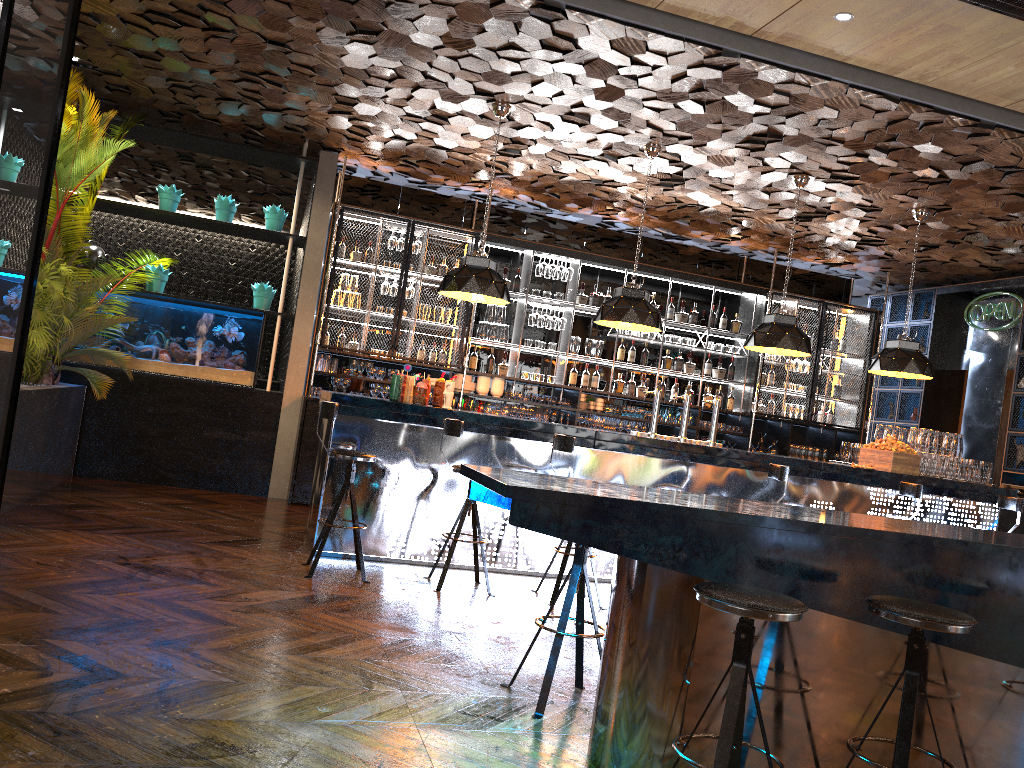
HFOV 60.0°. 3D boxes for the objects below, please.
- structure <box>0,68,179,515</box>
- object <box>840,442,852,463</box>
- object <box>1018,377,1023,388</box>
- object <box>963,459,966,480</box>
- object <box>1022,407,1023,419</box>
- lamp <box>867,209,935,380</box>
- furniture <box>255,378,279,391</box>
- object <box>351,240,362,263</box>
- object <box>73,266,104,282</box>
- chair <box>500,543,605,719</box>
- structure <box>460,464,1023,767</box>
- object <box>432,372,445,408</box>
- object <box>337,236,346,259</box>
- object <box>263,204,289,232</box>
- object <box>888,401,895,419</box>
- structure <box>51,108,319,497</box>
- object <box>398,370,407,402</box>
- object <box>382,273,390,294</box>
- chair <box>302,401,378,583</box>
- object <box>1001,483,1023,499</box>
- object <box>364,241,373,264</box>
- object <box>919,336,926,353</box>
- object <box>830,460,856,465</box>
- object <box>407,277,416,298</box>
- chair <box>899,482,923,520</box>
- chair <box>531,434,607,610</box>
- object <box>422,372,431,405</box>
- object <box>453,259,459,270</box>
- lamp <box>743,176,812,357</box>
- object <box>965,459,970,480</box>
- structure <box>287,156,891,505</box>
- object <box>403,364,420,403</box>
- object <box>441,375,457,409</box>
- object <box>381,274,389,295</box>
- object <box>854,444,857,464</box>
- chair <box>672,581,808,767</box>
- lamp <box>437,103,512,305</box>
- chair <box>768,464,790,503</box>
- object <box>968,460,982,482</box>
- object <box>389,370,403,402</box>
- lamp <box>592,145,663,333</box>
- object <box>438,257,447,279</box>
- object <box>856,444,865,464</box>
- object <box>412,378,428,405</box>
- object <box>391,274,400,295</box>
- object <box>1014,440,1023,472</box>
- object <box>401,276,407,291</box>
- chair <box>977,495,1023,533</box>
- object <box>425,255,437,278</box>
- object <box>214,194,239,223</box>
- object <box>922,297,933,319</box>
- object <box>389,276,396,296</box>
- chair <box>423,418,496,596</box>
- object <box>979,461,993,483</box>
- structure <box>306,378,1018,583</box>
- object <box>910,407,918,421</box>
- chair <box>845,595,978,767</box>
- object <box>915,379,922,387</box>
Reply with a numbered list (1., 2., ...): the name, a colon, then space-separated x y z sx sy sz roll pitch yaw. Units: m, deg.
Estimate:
1. structure: -4.100 -0.936 7.550 1.873 3.561 4.073 9 -2 -14
2. object: 3.167 0.657 8.422 0.105 0.209 0.105 8 -2 10
3. object: 5.720 -0.001 9.613 0.403 0.221 0.192 7 -2 44
4. object: 4.227 0.807 8.280 0.105 0.209 0.105 8 -2 10
5. object: 5.669 0.355 9.615 0.167 0.356 0.255 9 -2 -10
6. lamp: 3.761 -0.858 8.365 0.582 1.564 0.607 9 -2 -15
7. furniture: -8.136 -0.185 11.615 9.798 1.137 3.595 9 -2 -15
8. object: -1.658 -1.413 9.471 0.108 0.244 0.108 9 -2 -27
9. object: -4.229 -1.067 8.760 0.320 0.135 0.250 9 -2 -15
10. chair: 0.268 0.986 3.888 0.419 0.813 0.419 9 -2 -20
11. structure: 2.176 1.163 3.726 4.941 0.998 0.673 9 -2 -15
12. object: -0.561 0.041 6.844 0.080 0.277 0.091 8 -2 17
13. object: -1.816 -1.446 9.468 0.075 0.260 0.075 7 -2 33
14. object: -2.458 -1.704 9.173 0.265 0.325 0.245 9 -2 -22
15. object: 5.114 0.376 11.735 0.290 0.290 0.097 8 -2 23
16. structure: -4.321 -1.021 8.746 4.269 3.734 0.705 9 -2 -15
17. object: -0.850 0.012 6.770 0.078 0.246 0.084 9 -2 -17
18. object: -1.342 -1.079 9.492 0.081 0.213 0.081 9 -2 -10
19. chair: -1.106 0.691 5.822 0.476 1.108 0.419 9 -2 -15
20. object: 5.470 1.166 9.542 0.122 0.133 0.396 9 -2 -15
21. object: -1.532 -1.403 9.521 0.075 0.261 0.075 7 -2 33
22. object: 5.295 -0.487 11.331 0.097 0.290 0.290 9 -2 -17
23. object: 3.218 0.758 8.317 0.273 0.019 0.437 9 -2 -15
24. object: -1.082 -1.039 9.565 0.081 0.213 0.081 9 -2 -10
25. chair: 2.879 1.299 6.897 0.476 1.108 0.419 8 -2 0
26. chair: 0.434 0.921 6.060 0.476 1.108 0.419 9 -2 -15
27. object: -0.675 0.038 6.931 0.080 0.254 0.091 9 -2 -13
28. object: -0.617 -1.250 9.773 0.073 0.246 0.072 8 -2 0
29. lamp: 2.463 -1.060 7.878 0.582 1.564 0.607 9 -2 -15
30. object: 4.211 0.801 8.143 0.105 0.209 0.105 8 -2 10
31. structure: 1.147 -0.100 10.084 6.750 3.553 1.143 9 -2 -15
32. object: -0.785 -0.002 6.872 0.116 0.298 0.105 8 -2 16
33. object: -0.477 0.057 6.735 0.081 0.264 0.099 8 -2 5
34. object: -1.381 -1.080 9.631 0.081 0.213 0.081 9 -2 -10
35. object: 3.259 0.668 8.322 0.105 0.209 0.105 8 -2 10
36. chair: 0.638 1.004 2.572 0.419 0.813 0.419 9 -2 -20
37. lamp: -0.196 -1.441 7.129 0.582 1.606 0.607 9 -2 -15
38. chair: 1.733 1.123 6.527 0.476 1.108 0.419 8 -2 0
39. object: 4.184 0.794 8.023 0.105 0.209 0.105 10 -2 -40
40. object: -0.864 0.011 6.616 0.086 0.237 0.084 8 -2 4
41. lamp: 1.103 -1.265 7.621 0.582 1.564 0.607 9 -2 -15
42. object: -0.756 -1.271 9.735 0.073 0.246 0.072 9 -2 -30
43. object: 3.231 0.660 8.202 0.105 0.209 0.105 10 -2 -40
44. object: -0.694 0.060 6.661 0.110 0.191 0.131 8 -2 -3
45. object: -1.251 -1.065 9.518 0.081 0.213 0.081 9 -2 -10
46. object: 5.599 0.792 9.606 0.175 0.351 0.369 9 -2 -11
47. object: -1.168 -1.052 9.541 0.081 0.213 0.081 9 -2 -10
48. chair: 3.861 1.452 7.239 0.476 1.108 0.419 8 -2 -5
49. object: -0.888 -1.289 9.699 0.108 0.244 0.108 9 -2 -27
50. object: -2.920 -1.774 9.047 0.255 0.325 0.244 8 -2 11
51. object: 5.358 -0.951 11.373 0.116 0.358 0.198 9 -2 -15
52. object: -1.289 -1.066 9.657 0.081 0.213 0.081 9 -2 -10
53. chair: -0.307 0.811 5.977 0.476 1.108 0.419 9 -2 -15
54. object: 4.290 0.810 8.040 0.105 0.209 0.105 10 -2 -40
55. structure: 1.389 0.810 7.592 6.009 1.685 1.214 9 -2 -15
56. object: 5.249 0.420 11.340 0.278 0.222 0.138 8 -2 14
57. chair: 1.231 1.096 2.783 0.419 0.813 0.419 9 -2 -20
58. object: 5.264 -0.087 11.354 0.198 0.358 0.116 7 -2 45
